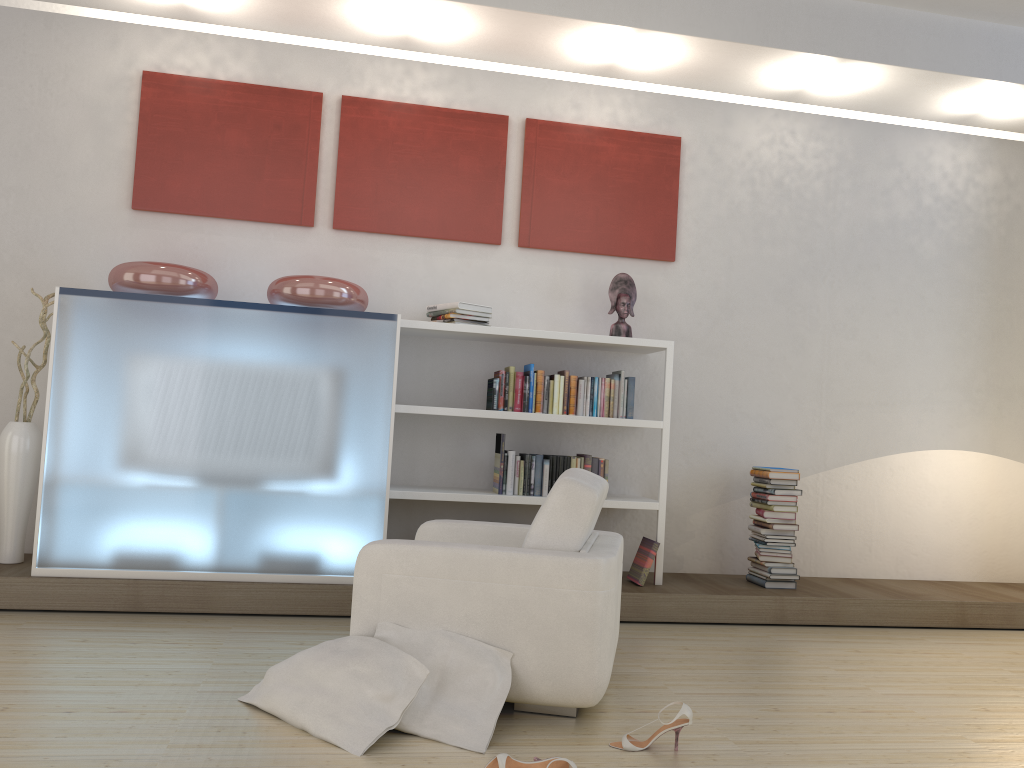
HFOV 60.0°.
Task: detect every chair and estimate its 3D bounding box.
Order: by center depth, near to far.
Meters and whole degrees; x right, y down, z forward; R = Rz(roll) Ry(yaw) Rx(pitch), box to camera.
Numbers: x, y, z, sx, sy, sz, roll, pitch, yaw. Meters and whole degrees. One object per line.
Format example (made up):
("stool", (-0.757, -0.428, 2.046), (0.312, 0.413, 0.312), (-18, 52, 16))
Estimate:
("chair", (-0.045, 0.731, 3.528), (0.941, 0.828, 0.919), (3, -3, 10))

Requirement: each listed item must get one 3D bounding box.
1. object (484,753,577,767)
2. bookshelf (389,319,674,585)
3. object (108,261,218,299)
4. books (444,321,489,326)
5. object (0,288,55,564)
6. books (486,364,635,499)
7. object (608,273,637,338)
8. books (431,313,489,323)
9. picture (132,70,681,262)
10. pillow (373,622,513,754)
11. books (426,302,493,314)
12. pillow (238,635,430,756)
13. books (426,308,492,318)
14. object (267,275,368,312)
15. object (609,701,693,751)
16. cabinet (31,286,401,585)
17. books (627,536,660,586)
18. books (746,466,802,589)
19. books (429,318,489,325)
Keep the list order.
("object", (0.046, 1.099, 2.554), (0.287, 0.091, 0.121), (4, -3, -12))
("bookshelf", (0.067, 0.404, 5.155), (1.599, 1.396, 0.465), (4, -3, -10))
("object", (-1.851, -0.533, 4.723), (0.546, 0.206, 0.534), (5, -3, -23))
("books", (-0.310, -0.331, 5.114), (0.247, 0.018, 0.328), (5, -3, -35))
("object", (-2.496, 0.210, 4.576), (0.277, 1.422, 0.250), (4, -3, -7))
("books", (0.271, 0.272, 5.109), (0.831, 0.743, 0.215), (4, -3, -10))
("object", (0.658, -0.461, 5.283), (0.133, 0.409, 0.138), (1, -4, 36))
("books", (-0.300, -0.370, 5.098), (0.247, 0.025, 0.287), (5, -3, -26))
("picture", (-0.537, -1.274, 5.313), (3.227, 0.794, 0.030), (4, -3, -10))
("pillow", (-0.326, 0.988, 2.968), (0.615, 0.315, 0.312), (3, -3, 17))
("books", (-0.305, -0.430, 5.118), (0.247, 0.038, 0.319), (6, -4, -39))
("pillow", (-0.617, 1.005, 2.993), (0.712, 0.287, 0.299), (1, -4, 42))
("books", (-0.306, -0.397, 5.117), (0.247, 0.027, 0.328), (5, -3, -35))
("object", (-1.062, -0.480, 4.865), (0.534, 0.206, 0.546), (2, -3, 26))
("object", (0.449, 1.101, 2.867), (0.265, 0.149, 0.089), (3, -3, 2))
("cabinet", (-1.498, 0.291, 4.753), (1.670, 1.396, 0.689), (4, -3, -10))
("books", (0.261, 0.971, 5.062), (1.125, 0.281, 0.274), (4, -3, -3))
("books", (1.578, 0.852, 5.307), (0.270, 0.694, 0.329), (4, -3, -10))
("books", (-0.313, -0.349, 5.119), (0.247, 0.018, 0.287), (6, -4, -37))
